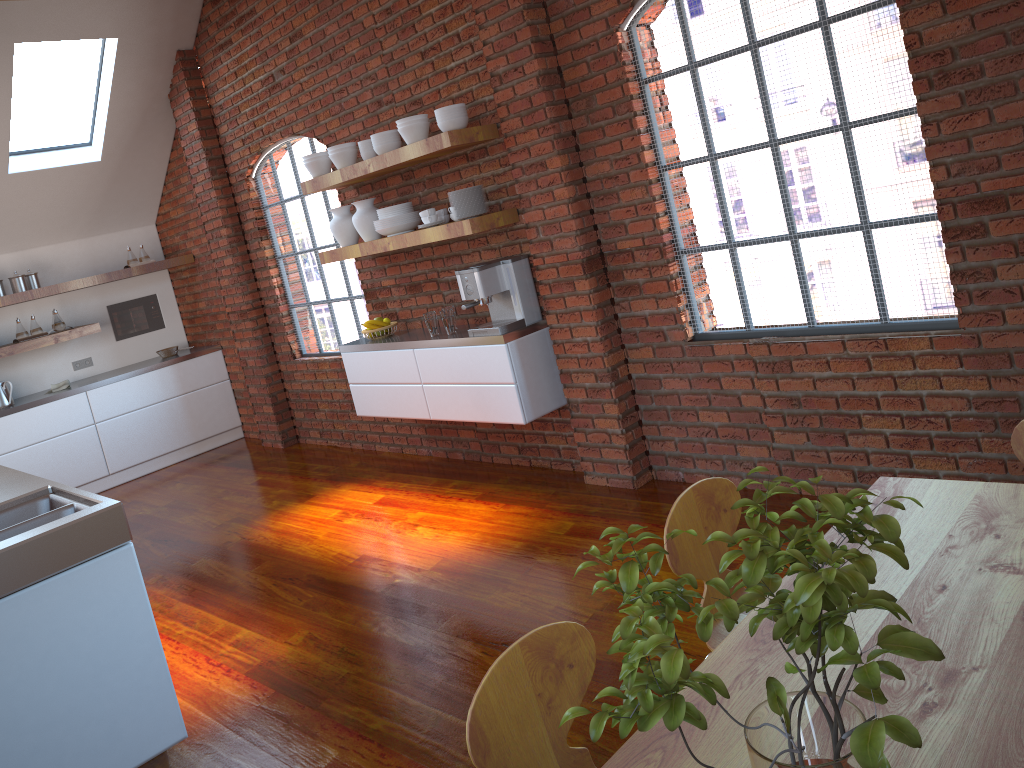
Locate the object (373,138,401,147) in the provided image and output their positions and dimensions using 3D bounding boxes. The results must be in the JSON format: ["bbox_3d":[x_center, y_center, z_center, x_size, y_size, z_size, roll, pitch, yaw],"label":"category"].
[{"bbox_3d":[-0.710,-1.357,5.040,0.164,0.060,0.169,-3,15,43],"label":"object"}]

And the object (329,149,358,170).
[{"bbox_3d":[-1.009,-1.350,5.330,0.180,0.102,0.183,-14,10,-5],"label":"object"}]

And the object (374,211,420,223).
[{"bbox_3d":[-0.666,-0.952,5.130,0.279,0.054,0.289,-6,13,32],"label":"object"}]

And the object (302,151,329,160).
[{"bbox_3d":[-1.207,-1.381,5.485,0.180,0.102,0.183,-14,10,-5],"label":"object"}]

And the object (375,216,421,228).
[{"bbox_3d":[-0.659,-0.924,5.132,0.279,0.054,0.289,-6,13,32],"label":"object"}]

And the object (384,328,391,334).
[{"bbox_3d":[-0.804,-0.353,5.618,0.071,0.068,0.068,-19,10,-32],"label":"object"}]

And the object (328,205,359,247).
[{"bbox_3d":[-1.057,-0.998,5.573,0.192,0.246,0.195,-14,8,-1],"label":"object"}]

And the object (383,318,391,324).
[{"bbox_3d":[-0.795,-0.398,5.587,0.047,0.045,0.055,-13,9,1],"label":"object"}]

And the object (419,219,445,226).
[{"bbox_3d":[-0.444,-0.883,4.852,0.153,0.012,0.157,-12,12,10],"label":"object"}]

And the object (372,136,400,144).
[{"bbox_3d":[-0.714,-1.370,5.039,0.164,0.060,0.169,-3,15,43],"label":"object"}]

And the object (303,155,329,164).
[{"bbox_3d":[-1.202,-1.360,5.487,0.180,0.102,0.183,-14,10,-5],"label":"object"}]

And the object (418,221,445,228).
[{"bbox_3d":[-0.442,-0.875,4.852,0.153,0.012,0.157,-12,12,10],"label":"object"}]

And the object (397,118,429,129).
[{"bbox_3d":[-0.527,-1.371,4.778,0.178,0.102,0.185,-10,11,19],"label":"object"}]

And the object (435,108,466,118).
[{"bbox_3d":[-0.310,-1.378,4.560,0.165,0.060,0.168,-14,11,-1],"label":"object"}]

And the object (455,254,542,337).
[{"bbox_3d":[-0.095,-0.469,4.674,0.387,0.366,0.269,-21,10,-40],"label":"object"}]

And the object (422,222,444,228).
[{"bbox_3d":[-0.441,-0.871,4.853,0.153,0.012,0.157,-12,12,10],"label":"object"}]

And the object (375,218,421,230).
[{"bbox_3d":[-0.656,-0.913,5.133,0.279,0.054,0.289,-6,13,32],"label":"object"}]

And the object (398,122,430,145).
[{"bbox_3d":[-0.522,-1.350,4.780,0.178,0.102,0.185,-10,11,19],"label":"object"}]

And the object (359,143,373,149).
[{"bbox_3d":[-0.853,-1.387,5.215,0.099,0.060,0.100,-14,10,-1],"label":"object"}]

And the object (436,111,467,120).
[{"bbox_3d":[-0.307,-1.365,4.561,0.165,0.060,0.168,-14,11,-1],"label":"object"}]

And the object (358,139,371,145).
[{"bbox_3d":[-0.859,-1.411,5.213,0.099,0.060,0.100,-14,10,-1],"label":"object"}]

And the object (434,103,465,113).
[{"bbox_3d":[-0.316,-1.403,4.558,0.165,0.060,0.168,-14,11,-1],"label":"object"}]

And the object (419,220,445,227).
[{"bbox_3d":[-0.443,-0.879,4.852,0.153,0.012,0.157,-12,12,10],"label":"object"}]

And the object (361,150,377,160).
[{"bbox_3d":[-0.843,-1.346,5.219,0.099,0.060,0.100,-14,10,-1],"label":"object"}]

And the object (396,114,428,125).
[{"bbox_3d":[-0.532,-1.393,4.776,0.178,0.102,0.185,-10,11,19],"label":"object"}]

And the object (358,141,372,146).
[{"bbox_3d":[-0.855,-1.399,5.214,0.099,0.060,0.100,-14,10,-1],"label":"object"}]

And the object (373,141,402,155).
[{"bbox_3d":[-0.707,-1.341,5.041,0.164,0.060,0.169,-3,15,43],"label":"object"}]

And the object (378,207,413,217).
[{"bbox_3d":[-0.673,-0.982,5.127,0.212,0.054,0.219,-4,15,40],"label":"object"}]

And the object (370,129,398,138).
[{"bbox_3d":[-0.723,-1.407,5.035,0.164,0.060,0.169,-3,15,43],"label":"object"}]

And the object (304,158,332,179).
[{"bbox_3d":[-1.197,-1.339,5.489,0.180,0.102,0.183,-14,10,-5],"label":"object"}]

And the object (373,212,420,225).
[{"bbox_3d":[-0.663,-0.942,5.131,0.279,0.054,0.289,-6,13,32],"label":"object"}]

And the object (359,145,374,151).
[{"bbox_3d":[-0.850,-1.374,5.217,0.099,0.060,0.100,-14,10,-1],"label":"object"}]

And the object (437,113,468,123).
[{"bbox_3d":[-0.304,-1.353,4.562,0.165,0.060,0.168,-14,11,-1],"label":"object"}]

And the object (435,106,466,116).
[{"bbox_3d":[-0.313,-1.390,4.559,0.165,0.060,0.168,-14,11,-1],"label":"object"}]

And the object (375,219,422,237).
[{"bbox_3d":[-0.654,-0.903,5.134,0.279,0.054,0.289,-6,13,32],"label":"object"}]

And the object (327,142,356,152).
[{"bbox_3d":[-1.020,-1.392,5.326,0.180,0.102,0.183,-14,10,-5],"label":"object"}]

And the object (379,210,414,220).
[{"bbox_3d":[-0.668,-0.961,5.129,0.212,0.054,0.219,-4,15,40],"label":"object"}]

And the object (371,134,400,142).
[{"bbox_3d":[-0.717,-1.383,5.038,0.164,0.060,0.169,-3,15,43],"label":"object"}]

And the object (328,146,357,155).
[{"bbox_3d":[-1.014,-1.371,5.328,0.180,0.102,0.183,-14,10,-5],"label":"object"}]

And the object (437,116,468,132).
[{"bbox_3d":[-0.300,-1.337,4.563,0.165,0.060,0.168,-14,11,-1],"label":"object"}]

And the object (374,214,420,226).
[{"bbox_3d":[-0.661,-0.934,5.132,0.279,0.054,0.289,-6,13,32],"label":"object"}]

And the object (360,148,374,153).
[{"bbox_3d":[-0.846,-1.361,5.218,0.099,0.060,0.100,-14,10,-1],"label":"object"}]

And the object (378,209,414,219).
[{"bbox_3d":[-0.670,-0.971,5.128,0.212,0.054,0.219,-4,15,40],"label":"object"}]

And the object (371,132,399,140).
[{"bbox_3d":[-0.719,-1.394,5.037,0.164,0.060,0.169,-3,15,43],"label":"object"}]
